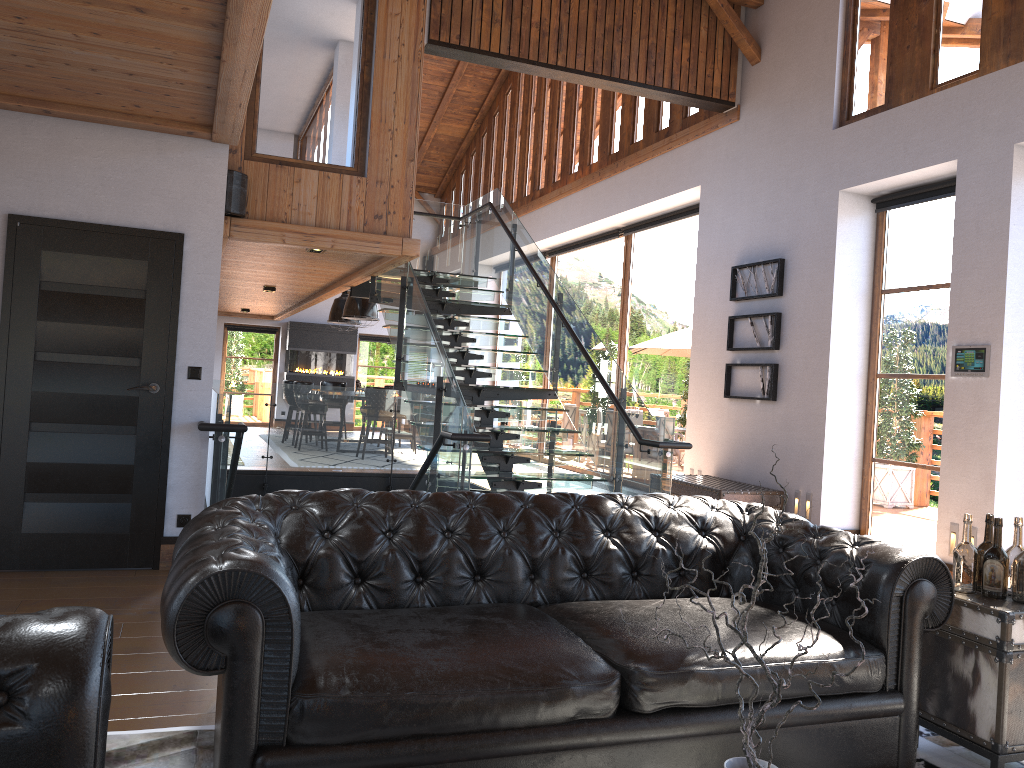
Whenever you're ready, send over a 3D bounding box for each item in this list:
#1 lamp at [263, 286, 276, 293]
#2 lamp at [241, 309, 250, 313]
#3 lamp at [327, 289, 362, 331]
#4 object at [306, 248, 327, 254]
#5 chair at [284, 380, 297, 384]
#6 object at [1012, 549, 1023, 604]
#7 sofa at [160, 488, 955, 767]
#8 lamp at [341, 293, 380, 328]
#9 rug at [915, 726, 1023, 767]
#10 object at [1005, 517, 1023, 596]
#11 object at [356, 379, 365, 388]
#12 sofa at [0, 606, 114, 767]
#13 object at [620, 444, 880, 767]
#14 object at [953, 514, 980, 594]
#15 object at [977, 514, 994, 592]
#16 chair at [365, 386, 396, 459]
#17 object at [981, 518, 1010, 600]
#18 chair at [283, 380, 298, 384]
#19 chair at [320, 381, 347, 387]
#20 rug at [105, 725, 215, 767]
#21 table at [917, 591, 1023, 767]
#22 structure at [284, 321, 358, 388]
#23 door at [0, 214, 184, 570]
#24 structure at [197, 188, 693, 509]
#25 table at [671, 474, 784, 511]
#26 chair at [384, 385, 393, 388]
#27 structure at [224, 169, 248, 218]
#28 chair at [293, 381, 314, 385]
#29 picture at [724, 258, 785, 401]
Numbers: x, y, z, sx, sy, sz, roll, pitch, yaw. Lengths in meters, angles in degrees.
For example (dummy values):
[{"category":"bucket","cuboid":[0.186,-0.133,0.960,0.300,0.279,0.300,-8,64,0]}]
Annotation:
[{"category":"lamp","cuboid":[-3.363,-1.315,12.285,0.156,0.068,0.259,4,0,-21]},{"category":"lamp","cuboid":[-5.177,-1.428,17.208,0.156,0.068,0.259,4,0,-21]},{"category":"lamp","cuboid":[-2.895,-3.300,16.087,0.616,4.686,0.627,3,-1,24]},{"category":"object","cuboid":[-1.736,-1.213,7.870,0.156,0.068,0.259,4,0,-21]},{"category":"chair","cuboid":[-3.568,0.487,14.867,0.574,1.092,0.498,4,-1,-37]},{"category":"object","cuboid":[1.823,0.629,3.136,0.088,0.286,0.087,4,-1,-11]},{"category":"sofa","cuboid":[0.140,0.851,3.126,2.586,0.838,1.229,4,0,-22]},{"category":"lamp","cuboid":[-2.349,-3.266,14.605,0.616,4.686,0.627,3,-1,24]},{"category":"rug","cuboid":[1.849,1.353,3.263,3.837,0.053,2.413,4,0,-20]},{"category":"object","cuboid":[1.849,0.631,3.250,0.088,0.286,0.087,4,-1,-8]},{"category":"object","cuboid":[-2.571,0.048,15.074,0.115,0.253,0.223,3,-1,32]},{"category":"sofa","cuboid":[-0.936,0.782,0.433,1.249,0.838,2.545,4,0,-21]},{"category":"object","cuboid":[0.443,0.527,1.611,0.408,0.808,0.617,4,-1,-9]},{"category":"object","cuboid":[1.667,0.620,3.254,0.089,0.286,0.086,4,-1,-44]},{"category":"object","cuboid":[1.766,0.626,3.288,0.087,0.286,0.088,3,-1,19]},{"category":"chair","cuboid":[-1.979,0.588,13.135,0.508,1.092,0.563,4,-1,-22]},{"category":"object","cuboid":[1.743,0.624,3.192,0.088,0.286,0.086,4,-1,-43]},{"category":"chair","cuboid":[-3.789,0.483,15.653,0.571,1.092,0.501,4,-1,-12]},{"category":"chair","cuboid":[-3.411,0.498,16.864,0.508,1.092,0.563,4,-1,-22]},{"category":"rug","cuboid":[-0.706,1.190,1.094,2.450,0.053,4.013,4,0,-20]},{"category":"table","cuboid":[1.744,1.068,3.202,0.408,0.609,0.414,4,-1,-21]},{"category":"structure","cuboid":[-4.132,-0.463,19.122,1.456,1.650,0.429,4,-1,-21]},{"category":"door","cuboid":[-2.516,0.077,5.252,0.948,2.056,0.142,4,-1,-21]},{"category":"structure","cuboid":[0.876,0.932,10.693,9.282,6.399,10.939,4,0,-21]},{"category":"table","cuboid":[1.880,1.150,8.314,0.689,0.470,1.244,4,0,-20]},{"category":"chair","cuboid":[-2.334,0.566,16.275,0.573,1.092,0.500,4,-1,-22]},{"category":"structure","cuboid":[-2.240,-1.526,7.125,0.215,0.349,0.212,4,-1,-21]},{"category":"chair","cuboid":[-3.191,0.511,13.988,0.573,1.092,0.500,4,-1,-22]},{"category":"picture","cuboid":[2.310,-0.507,8.493,0.059,1.312,0.768,4,-1,-20]}]
